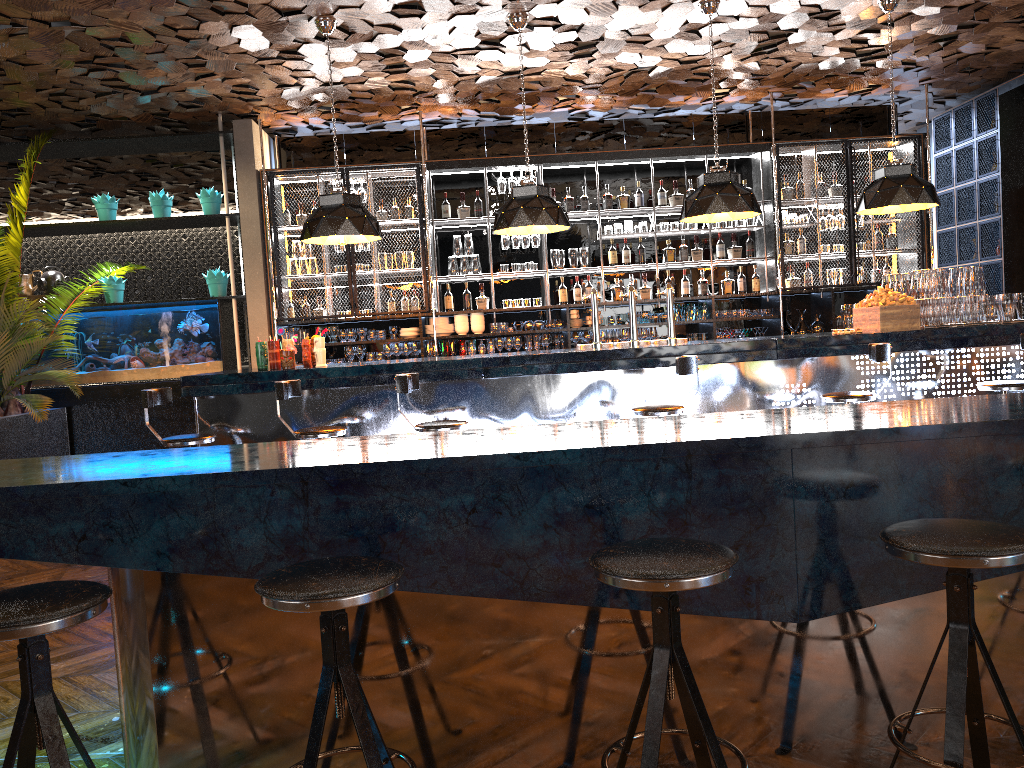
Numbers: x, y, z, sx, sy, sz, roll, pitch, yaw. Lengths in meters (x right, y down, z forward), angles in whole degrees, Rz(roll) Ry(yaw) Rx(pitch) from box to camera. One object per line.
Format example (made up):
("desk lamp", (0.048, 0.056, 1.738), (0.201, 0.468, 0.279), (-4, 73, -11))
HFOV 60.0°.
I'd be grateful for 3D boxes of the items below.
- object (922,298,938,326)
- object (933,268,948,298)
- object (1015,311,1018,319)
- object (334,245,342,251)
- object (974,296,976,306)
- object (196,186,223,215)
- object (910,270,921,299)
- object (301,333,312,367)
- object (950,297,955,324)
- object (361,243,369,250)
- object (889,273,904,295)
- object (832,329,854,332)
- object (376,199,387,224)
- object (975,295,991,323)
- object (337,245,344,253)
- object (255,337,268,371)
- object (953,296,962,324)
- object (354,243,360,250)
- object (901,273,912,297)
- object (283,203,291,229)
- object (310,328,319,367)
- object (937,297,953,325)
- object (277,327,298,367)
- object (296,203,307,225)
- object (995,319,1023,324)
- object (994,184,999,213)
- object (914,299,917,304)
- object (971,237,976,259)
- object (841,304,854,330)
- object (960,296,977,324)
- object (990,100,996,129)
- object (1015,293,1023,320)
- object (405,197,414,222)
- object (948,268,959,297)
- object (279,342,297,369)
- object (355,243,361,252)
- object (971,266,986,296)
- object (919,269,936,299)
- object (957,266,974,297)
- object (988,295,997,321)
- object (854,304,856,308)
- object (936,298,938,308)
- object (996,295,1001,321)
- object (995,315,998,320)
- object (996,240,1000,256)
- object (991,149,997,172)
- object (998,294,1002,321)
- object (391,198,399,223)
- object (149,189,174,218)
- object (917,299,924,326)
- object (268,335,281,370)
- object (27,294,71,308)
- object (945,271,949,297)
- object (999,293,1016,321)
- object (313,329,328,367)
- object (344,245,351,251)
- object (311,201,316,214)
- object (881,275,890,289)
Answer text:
("object", (2.958, -0.502, 6.278), (0.105, 0.209, 0.105), (-2, 3, 23))
("object", (3.054, -0.721, 6.335), (0.105, 0.209, 0.105), (-2, 3, 23))
("object", (5.184, -0.720, 9.060), (0.080, 0.279, 0.080), (-7, 4, -44))
("object", (-1.772, -1.459, 9.004), (0.081, 0.213, 0.081), (-3, 3, 4))
("object", (3.356, -0.535, 6.423), (0.105, 0.209, 0.105), (-2, 3, 23))
("object", (-3.036, -1.827, 8.931), (0.265, 0.325, 0.245), (-4, 3, -8))
("object", (2.949, -0.720, 6.443), (0.105, 0.209, 0.105), (-2, 3, 23))
("object", (-1.480, -0.251, 6.413), (0.080, 0.254, 0.091), (-4, 3, 0))
("object", (3.242, -0.534, 6.531), (0.105, 0.209, 0.105), (-2, 3, 23))
("object", (-1.500, -1.476, 9.014), (0.081, 0.213, 0.081), (-3, 3, 4))
("object", (2.933, -0.738, 6.773), (0.105, 0.209, 0.105), (-2, 3, 23))
("object", (2.687, -0.420, 6.861), (0.273, 0.019, 0.437), (-4, 3, -2))
("object", (-1.336, -1.770, 9.086), (0.108, 0.244, 0.108), (-4, 3, -13))
("object", (3.350, -0.529, 6.314), (0.105, 0.209, 0.105), (-2, 3, 23))
("object", (-1.778, -1.466, 9.147), (0.081, 0.213, 0.081), (-3, 3, 4))
("object", (-1.737, -0.212, 6.151), (0.086, 0.237, 0.084), (-3, 3, 17))
("object", (3.248, -0.528, 6.412), (0.105, 0.209, 0.105), (-2, 3, 23))
("object", (-1.590, -1.470, 9.010), (0.081, 0.213, 0.081), (-3, 3, 4))
("object", (3.023, -0.744, 6.781), (0.105, 0.209, 0.105), (-2, 3, 23))
("object", (-2.305, -1.725, 9.075), (0.075, 0.260, 0.075), (-7, 4, -43))
("object", (-1.390, -0.262, 6.302), (0.080, 0.277, 0.091), (-2, 4, 30))
("object", (3.069, -0.510, 6.295), (0.105, 0.209, 0.105), (-2, 3, 23))
("object", (-1.607, -0.263, 6.381), (0.116, 0.298, 0.105), (-2, 4, 29))
("object", (-2.147, -1.723, 9.042), (0.108, 0.244, 0.108), (-4, 3, -13))
("object", (3.581, -0.454, 6.466), (0.273, 0.019, 0.437), (-4, 3, -2))
("object", (5.141, -1.924, 9.277), (0.116, 0.358, 0.198), (-6, 4, -32))
("object", (2.961, -0.515, 6.511), (0.105, 0.209, 0.105), (-2, 3, 23))
("object", (5.181, -1.479, 9.705), (0.290, 0.290, 0.097), (-1, 4, 36))
("object", (2.641, -0.519, 6.970), (0.105, 0.209, 0.105), (-2, 3, 23))
("object", (3.240, -0.521, 6.297), (0.105, 0.209, 0.105), (-2, 3, 23))
("object", (5.056, -2.788, 9.231), (0.116, 0.358, 0.198), (-4, 3, -2))
("object", (3.656, -0.547, 6.339), (0.105, 0.209, 0.105), (-5, 4, -27))
("object", (-1.054, -1.790, 9.095), (0.073, 0.246, 0.072), (-3, 3, 13))
("object", (3.231, -0.739, 6.462), (0.105, 0.209, 0.105), (-2, 3, 23))
("object", (-1.554, -0.201, 6.157), (0.110, 0.191, 0.131), (-3, 3, 10))
("object", (-1.596, -1.478, 9.154), (0.081, 0.213, 0.081), (-3, 3, 4))
("object", (3.335, -0.739, 6.354), (0.105, 0.209, 0.105), (-2, 3, 23))
("object", (2.963, -0.715, 6.327), (0.105, 0.209, 0.105), (-2, 3, 23))
("object", (3.245, -0.733, 6.346), (0.105, 0.209, 0.105), (-2, 3, 23))
("object", (3.535, -0.553, 6.575), (0.105, 0.209, 0.105), (-2, 3, 23))
("object", (2.653, -0.507, 6.742), (0.105, 0.209, 0.105), (-5, 4, -27))
("object", (3.075, -0.516, 6.404), (0.105, 0.209, 0.105), (-2, 3, 23))
("object", (3.650, -0.560, 6.586), (0.105, 0.209, 0.105), (-2, 3, 23))
("object", (5.128, -0.662, 9.316), (0.122, 0.132, 0.396), (-4, 3, -2))
("object", (5.229, -1.424, 9.291), (0.278, 0.222, 0.138), (-2, 4, 27))
("object", (5.083, -2.319, 9.228), (0.097, 0.290, 0.290), (-4, 3, -4))
("object", (3.602, -0.550, 6.457), (0.105, 0.209, 0.105), (-2, 3, 23))
("object", (-1.199, -1.781, 9.089), (0.073, 0.246, 0.072), (-5, 3, -17))
("object", (-3.518, -1.796, 8.916), (0.255, 0.325, 0.244), (-2, 3, 25))
("object", (2.966, -0.509, 6.393), (0.105, 0.209, 0.105), (-2, 3, 23))
("object", (-1.689, -0.228, 6.297), (0.078, 0.246, 0.084), (-4, 3, -4))
("object", (-4.683, -0.828, 8.984), (0.320, 0.135, 0.250), (-4, 3, -2))
("object", (3.305, -0.762, 6.800), (0.105, 0.209, 0.105), (-2, 3, 23))
("object", (3.548, -0.541, 6.347), (0.105, 0.209, 0.105), (-5, 4, -27))
("object", (-1.332, -0.252, 6.177), (0.081, 0.264, 0.099), (-3, 3, 19))
("object", (-1.676, -1.465, 9.007), (0.081, 0.213, 0.081), (-3, 3, 4))
("object", (-2.013, -1.742, 9.062), (0.075, 0.261, 0.075), (-7, 4, -43))
("object", (2.919, -0.743, 6.889), (0.105, 0.209, 0.105), (-2, 3, 23))
